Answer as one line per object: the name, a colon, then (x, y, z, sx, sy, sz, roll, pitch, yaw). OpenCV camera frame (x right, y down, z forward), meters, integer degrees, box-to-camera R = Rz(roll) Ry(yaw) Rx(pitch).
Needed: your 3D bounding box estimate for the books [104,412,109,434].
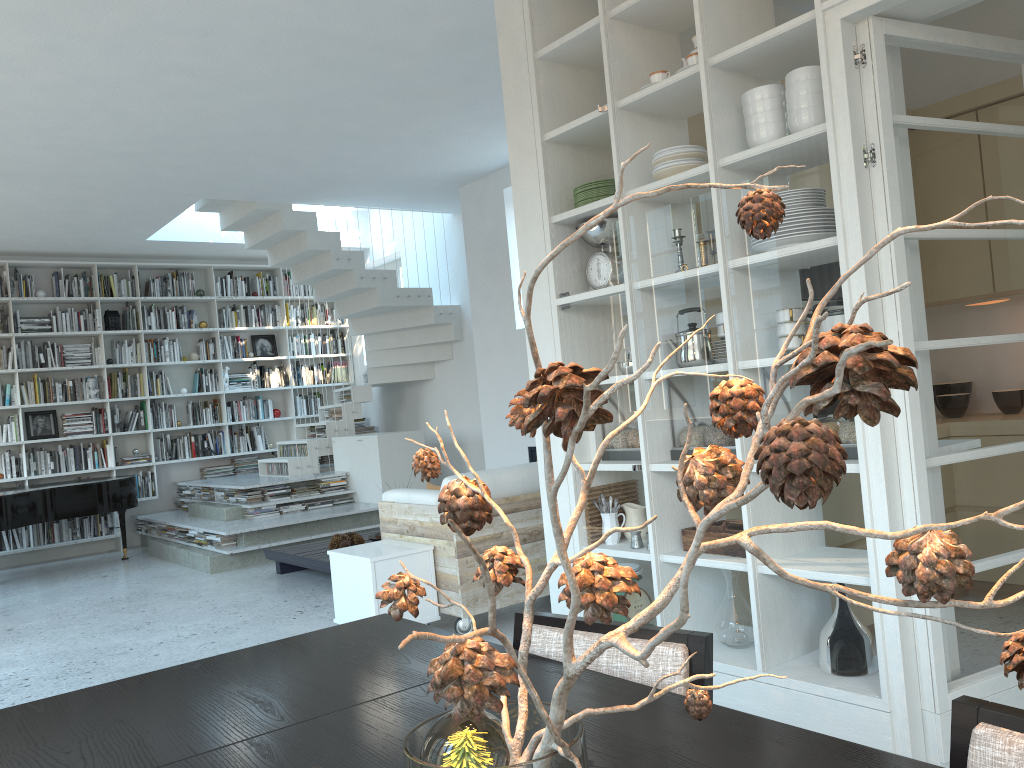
books: (-4.446, 0.429, 9.672, 0.034, 0.229, 0.199, -5, -1, -37)

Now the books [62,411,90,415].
books: (-4.681, 0.315, 9.523, 0.254, 0.012, 0.161, -5, -1, -33)

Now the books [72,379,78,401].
books: (-4.688, 0.072, 9.510, 0.012, 0.245, 0.186, -5, -1, -37)

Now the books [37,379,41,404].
books: (-4.974, 0.084, 9.289, 0.015, 0.266, 0.189, -5, -1, -37)

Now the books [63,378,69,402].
books: (-4.767, 0.072, 9.480, 0.014, 0.258, 0.161, -5, -1, -37)

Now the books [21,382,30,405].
books: (-5.076, 0.105, 9.247, 0.042, 0.242, 0.162, -5, -1, -37)

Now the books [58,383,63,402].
books: (-4.821, 0.098, 9.434, 0.030, 0.215, 0.168, -5, -1, -37)

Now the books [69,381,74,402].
books: (-4.732, 0.086, 9.486, 0.029, 0.224, 0.185, -5, -1, -37)

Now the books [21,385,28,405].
books: (-5.082, 0.122, 9.226, 0.053, 0.208, 0.156, -5, -1, -37)

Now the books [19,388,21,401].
books: (-5.135, 0.090, 9.221, 0.010, 0.282, 0.140, -5, -1, -37)

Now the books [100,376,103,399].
books: (-4.507, 0.050, 9.687, 0.014, 0.261, 0.137, -5, -1, -37)

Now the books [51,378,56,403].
books: (-4.865, 0.075, 9.383, 0.027, 0.267, 0.190, -5, -1, -37)

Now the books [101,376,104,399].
books: (-4.497, 0.048, 9.704, 0.023, 0.264, 0.107, -5, -1, -37)

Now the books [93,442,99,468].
books: (-4.523, 0.776, 9.629, 0.010, 0.284, 0.132, -5, -1, -37)

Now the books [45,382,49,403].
books: (-4.918, 0.099, 9.359, 0.012, 0.228, 0.169, -5, -1, -37)

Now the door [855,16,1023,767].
door: (1.508, 0.005, 2.798, 0.838, 2.228, 0.067, -5, 0, -27)

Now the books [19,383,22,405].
books: (-5.123, 0.112, 9.227, 0.011, 0.235, 0.142, -5, -1, -37)

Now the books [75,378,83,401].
books: (-4.665, 0.064, 9.550, 0.025, 0.258, 0.150, -5, -1, -37)

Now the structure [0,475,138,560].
structure: (-4.423, 1.379, 8.236, 1.917, 0.833, 1.335, -5, -1, -37)

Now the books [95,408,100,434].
books: (-4.515, 0.406, 9.650, 0.011, 0.288, 0.152, -5, -1, -37)

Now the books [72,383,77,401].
books: (-4.709, 0.096, 9.505, 0.029, 0.200, 0.178, -5, -1, -37)

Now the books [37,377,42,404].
books: (-4.965, 0.076, 9.314, 0.010, 0.281, 0.170, -5, -1, -37)

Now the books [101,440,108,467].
books: (-4.446, 0.761, 9.677, 0.011, 0.300, 0.149, -5, -1, -37)

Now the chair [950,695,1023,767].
chair: (0.505, 0.800, 0.813, 0.570, 0.782, 0.480, -5, -1, -32)

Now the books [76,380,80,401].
books: (-4.695, 0.081, 9.550, 0.025, 0.230, 0.143, -5, -1, -37)

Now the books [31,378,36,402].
books: (-5.022, 0.080, 9.308, 0.010, 0.284, 0.136, -5, -1, -37)

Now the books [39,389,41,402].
books: (-4.982, 0.096, 9.322, 0.010, 0.244, 0.149, -5, -1, -37)

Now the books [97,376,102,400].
books: (-4.511, 0.048, 9.669, 0.014, 0.266, 0.154, -5, -1, -37)

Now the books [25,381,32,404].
books: (-5.054, 0.100, 9.274, 0.026, 0.248, 0.139, -5, -1, -37)

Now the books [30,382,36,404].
books: (-5.028, 0.102, 9.286, 0.029, 0.240, 0.156, -5, -1, -37)

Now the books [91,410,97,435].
books: (-4.535, 0.421, 9.621, 0.011, 0.260, 0.184, -5, -1, -37)

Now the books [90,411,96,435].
books: (-4.546, 0.425, 9.616, 0.012, 0.254, 0.161, -5, -1, -37)

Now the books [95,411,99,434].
books: (-4.523, 0.422, 9.644, 0.013, 0.256, 0.163, -5, -1, -37)

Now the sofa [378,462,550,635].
sofa: (0.331, 0.862, 5.555, 2.193, 0.854, 0.872, -5, -1, -37)

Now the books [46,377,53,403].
books: (-4.891, 0.069, 9.383, 0.013, 0.283, 0.177, -5, -1, -37)

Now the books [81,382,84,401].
books: (-4.654, 0.089, 9.577, 0.022, 0.206, 0.114, -5, -1, -37)

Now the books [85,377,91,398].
books: (-4.597, 0.056, 9.623, 0.014, 0.263, 0.135, -5, -1, -37)

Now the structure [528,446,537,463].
structure: (0.783, 0.770, 7.437, 0.734, 0.584, 1.211, -5, -1, -41)

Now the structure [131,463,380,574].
structure: (-2.281, 1.294, 9.475, 2.898, 0.659, 3.114, -5, -1, -37)

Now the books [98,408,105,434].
books: (-4.472, 0.406, 9.667, 0.011, 0.279, 0.186, -5, -1, -37)

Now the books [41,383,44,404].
books: (-4.963, 0.103, 9.343, 0.024, 0.228, 0.147, -5, -1, -37)

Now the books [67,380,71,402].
books: (-4.754, 0.083, 9.484, 0.010, 0.234, 0.175, -5, -1, -37)

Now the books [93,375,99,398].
books: (-4.537, 0.044, 9.670, 0.025, 0.279, 0.108, -5, -1, -37)

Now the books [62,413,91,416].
books: (-4.682, 0.327, 9.525, 0.254, 0.012, 0.161, -4, -1, -40)

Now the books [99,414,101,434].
books: (-4.507, 0.433, 9.662, 0.013, 0.232, 0.134, -5, -1, -37)

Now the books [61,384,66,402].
books: (-4.795, 0.104, 9.468, 0.050, 0.199, 0.146, -5, -1, -37)

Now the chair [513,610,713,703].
chair: (0.032, 0.857, 1.492, 0.480, 0.782, 0.570, -6, -1, 43)

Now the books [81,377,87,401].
books: (-4.635, 0.061, 9.585, 0.024, 0.259, 0.126, -5, -1, -37)

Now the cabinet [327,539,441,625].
cabinet: (-0.694, 1.129, 4.787, 0.380, 0.487, 0.503, -5, -1, -37)

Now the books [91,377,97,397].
books: (-4.549, 0.054, 9.647, 0.025, 0.259, 0.130, -5, -1, -37)

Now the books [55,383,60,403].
books: (-4.842, 0.099, 9.417, 0.024, 0.216, 0.175, -5, -1, -37)

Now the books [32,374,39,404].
books: (-4.988, 0.059, 9.281, 0.014, 0.317, 0.188, -5, -1, -37)

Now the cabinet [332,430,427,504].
cabinet: (-1.363, 0.843, 9.033, 0.551, 0.668, 0.993, -5, -1, -37)

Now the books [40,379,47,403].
books: (-4.948, 0.086, 9.364, 0.028, 0.259, 0.134, -5, -1, -37)

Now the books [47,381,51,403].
books: (-4.908, 0.095, 9.377, 0.025, 0.236, 0.137, -5, -1, -37)

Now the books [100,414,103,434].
books: (-4.492, 0.439, 9.671, 0.021, 0.217, 0.132, -5, -1, -37)

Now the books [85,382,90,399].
books: (-4.608, 0.088, 9.601, 0.035, 0.201, 0.149, -5, -1, -37)

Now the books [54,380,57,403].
books: (-4.865, 0.084, 9.417, 0.011, 0.251, 0.130, -5, -1, -37)

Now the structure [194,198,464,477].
structure: (-2.103, -0.428, 9.264, 2.612, 3.382, 1.955, -5, -1, -37)
